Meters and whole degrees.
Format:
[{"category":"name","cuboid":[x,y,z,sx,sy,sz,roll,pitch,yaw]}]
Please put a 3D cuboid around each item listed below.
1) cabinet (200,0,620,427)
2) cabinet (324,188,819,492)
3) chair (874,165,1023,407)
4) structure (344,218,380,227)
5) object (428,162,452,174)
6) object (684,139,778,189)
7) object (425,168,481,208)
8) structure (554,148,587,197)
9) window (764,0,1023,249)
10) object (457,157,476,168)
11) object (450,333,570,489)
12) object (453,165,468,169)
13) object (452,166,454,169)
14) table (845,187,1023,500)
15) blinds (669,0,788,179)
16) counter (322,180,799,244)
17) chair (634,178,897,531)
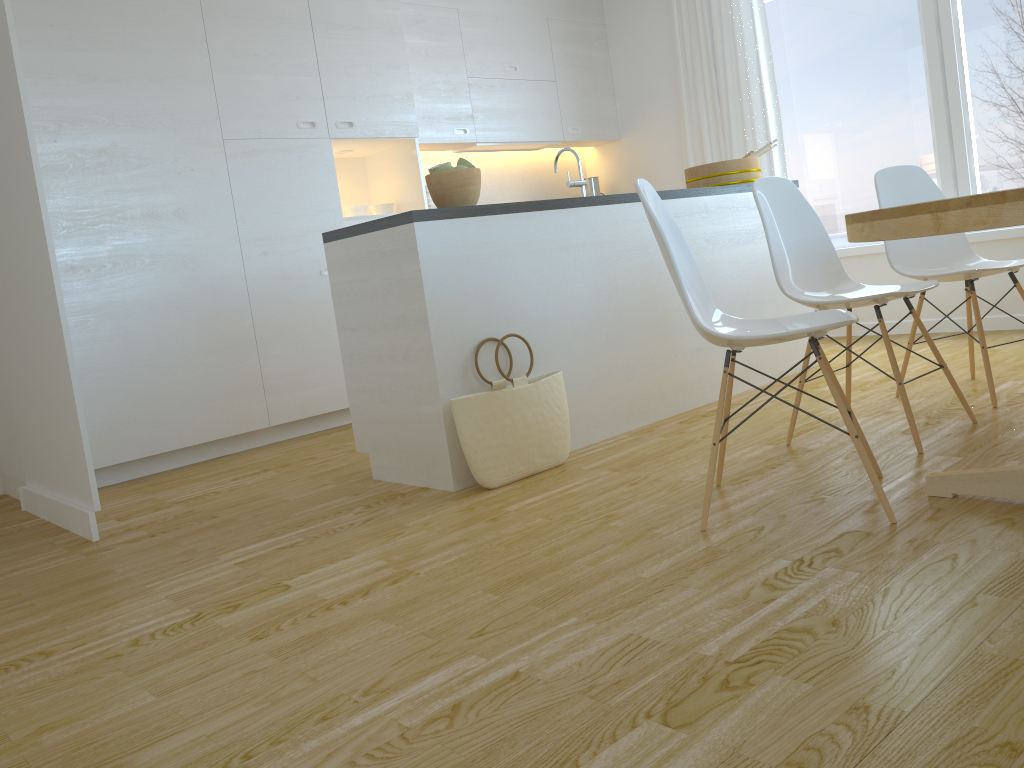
[{"category":"cabinet","cuboid":[-0.356,-1.225,5.622,3.223,2.290,0.480,-14,6,-41]},{"category":"cabinet","cuboid":[0.434,-0.317,3.956,2.417,0.906,0.599,-14,8,-41]},{"category":"chair","cuboid":[1.703,-0.416,3.345,0.431,0.897,0.524,-10,5,-21]},{"category":"structure","cuboid":[-0.664,-0.649,5.025,0.564,0.593,0.049,-13,6,-41]},{"category":"object","cuboid":[-0.259,-0.768,3.197,0.084,0.065,0.086,-12,7,-28]},{"category":"object","cuboid":[1.098,-1.095,4.525,0.430,0.213,0.380,-10,7,-12]},{"category":"object","cuboid":[-0.207,-0.704,3.247,0.204,0.141,0.207,-7,6,11]},{"category":"structure","cuboid":[0.209,-0.843,3.561,0.097,0.214,0.162,-12,6,-40]},{"category":"window","cuboid":[2.420,-1.795,4.942,0.089,1.909,2.723,-12,7,-40]},{"category":"object","cuboid":[-0.168,-0.808,3.283,0.074,0.071,0.077,-10,6,-16]},{"category":"object","cuboid":[0.425,0.043,2.838,1.186,0.499,0.475,-5,6,27]},{"category":"object","cuboid":[-0.183,-0.753,3.225,0.081,0.085,0.098,-7,6,14]},{"category":"object","cuboid":[-0.238,-0.768,3.284,0.102,0.098,0.087,-10,6,-20]},{"category":"table","cuboid":[1.716,-0.206,2.386,2.205,0.722,1.192,-15,9,-42]},{"category":"blinds","cuboid":[1.364,-1.941,5.819,0.151,2.150,0.793,-12,5,-41]},{"category":"counter","cuboid":[0.366,-0.784,3.924,2.417,0.040,0.600,-15,10,-40]},{"category":"chair","cuboid":[0.651,-0.129,2.308,0.522,0.897,0.433,-7,5,19]}]
